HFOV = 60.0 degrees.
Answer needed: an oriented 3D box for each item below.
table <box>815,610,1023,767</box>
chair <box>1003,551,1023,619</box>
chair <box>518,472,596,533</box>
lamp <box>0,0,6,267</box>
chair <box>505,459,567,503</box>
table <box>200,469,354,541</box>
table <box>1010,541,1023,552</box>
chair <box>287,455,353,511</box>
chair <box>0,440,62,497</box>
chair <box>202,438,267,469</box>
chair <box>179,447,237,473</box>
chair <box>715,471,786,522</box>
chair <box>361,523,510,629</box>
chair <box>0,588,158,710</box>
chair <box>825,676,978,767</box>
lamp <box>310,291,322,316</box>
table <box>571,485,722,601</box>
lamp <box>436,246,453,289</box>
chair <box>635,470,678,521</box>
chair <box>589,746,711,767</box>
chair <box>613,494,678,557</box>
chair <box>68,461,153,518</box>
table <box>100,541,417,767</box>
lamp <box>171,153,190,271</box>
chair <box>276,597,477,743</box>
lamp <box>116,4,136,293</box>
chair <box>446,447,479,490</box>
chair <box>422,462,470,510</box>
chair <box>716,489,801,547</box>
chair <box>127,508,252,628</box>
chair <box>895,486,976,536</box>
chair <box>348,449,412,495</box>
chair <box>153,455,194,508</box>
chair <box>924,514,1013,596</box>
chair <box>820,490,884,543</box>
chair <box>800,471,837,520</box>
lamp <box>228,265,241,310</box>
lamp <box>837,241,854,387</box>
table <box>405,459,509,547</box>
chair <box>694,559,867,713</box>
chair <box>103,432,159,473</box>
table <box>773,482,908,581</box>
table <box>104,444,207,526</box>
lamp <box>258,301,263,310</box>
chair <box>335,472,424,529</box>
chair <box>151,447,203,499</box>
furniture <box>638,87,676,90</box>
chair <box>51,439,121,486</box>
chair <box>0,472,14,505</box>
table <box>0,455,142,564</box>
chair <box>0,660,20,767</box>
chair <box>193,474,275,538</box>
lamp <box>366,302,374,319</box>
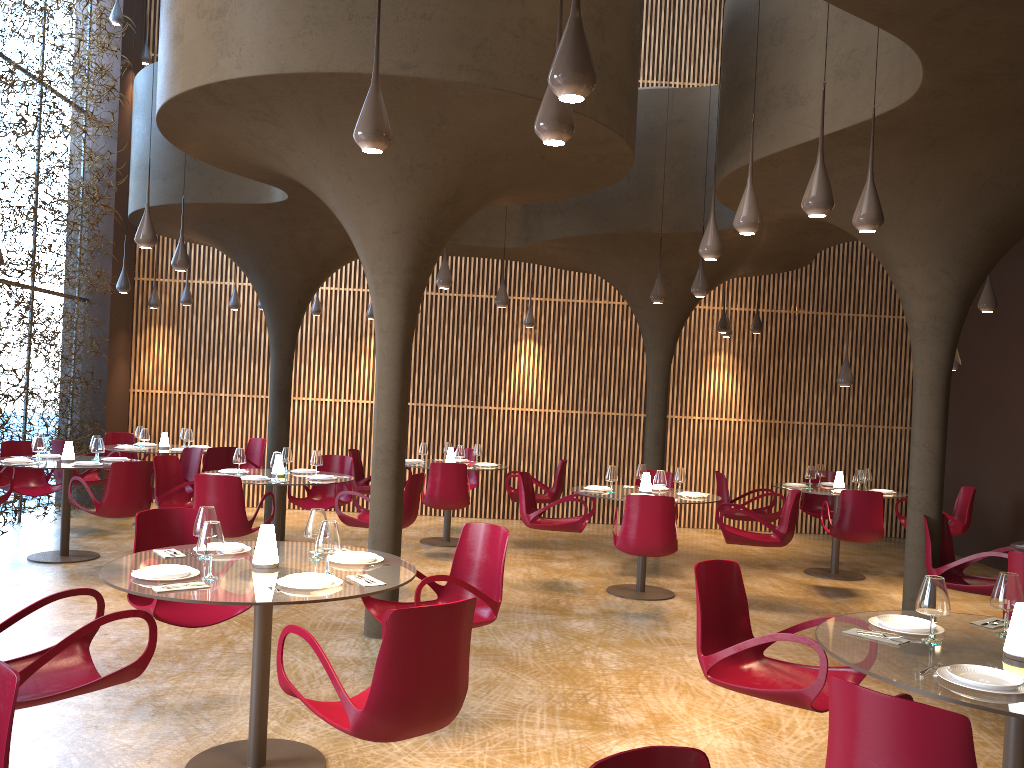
[{"bbox_3d":[2.153,1.738,3.799,1.673,1.131,1.671,3,0,-40],"label":"table"},{"bbox_3d":[3.779,1.459,6.076,0.873,0.636,0.624,3,0,-39],"label":"chair"},{"bbox_3d":[0.483,1.353,10.116,0.872,0.636,0.625,3,0,14],"label":"chair"},{"bbox_3d":[-5.766,-4.469,10.095,0.196,6.279,0.196,3,1,24],"label":"lamp"},{"bbox_3d":[0.341,1.381,12.668,0.872,0.636,0.625,3,0,-1],"label":"chair"},{"bbox_3d":[-2.632,1.587,9.881,1.671,1.131,1.673,3,0,19],"label":"table"},{"bbox_3d":[4.754,1.907,6.814,1.673,1.131,1.671,3,0,-33],"label":"table"},{"bbox_3d":[-2.332,1.228,11.041,0.625,0.636,0.873,3,0,9],"label":"chair"},{"bbox_3d":[-5.996,1.048,11.005,0.872,0.636,0.625,3,0,44],"label":"chair"},{"bbox_3d":[-4.294,1.171,13.892,0.624,0.636,0.873,3,0,39],"label":"chair"},{"bbox_3d":[-4.193,1.153,12.206,0.872,0.636,0.625,3,0,39],"label":"chair"},{"bbox_3d":[3.143,1.507,11.827,0.872,0.636,0.625,3,0,5],"label":"chair"},{"bbox_3d":[-0.444,1.247,5.680,0.873,0.636,0.624,3,0,-43],"label":"chair"},{"bbox_3d":[-2.208,1.139,4.120,0.624,0.636,0.873,3,0,42],"label":"chair"},{"bbox_3d":[1.468,1.304,3.054,0.873,0.636,0.624,3,0,-41],"label":"chair"},{"bbox_3d":[-3.111,-4.276,14.736,0.196,6.279,0.196,3,1,14],"label":"lamp"},{"bbox_3d":[1.472,1.789,9.969,1.671,1.131,1.673,3,0,19],"label":"table"},{"bbox_3d":[-0.620,-4.219,10.016,0.195,6.279,0.196,3,1,34],"label":"lamp"},{"bbox_3d":[1.772,1.430,11.129,0.625,0.636,0.873,3,0,9],"label":"chair"},{"bbox_3d":[0.520,1.242,1.867,0.625,0.636,0.872,3,0,-38],"label":"chair"},{"bbox_3d":[1.334,1.377,8.815,0.625,0.636,0.872,3,0,4],"label":"chair"},{"bbox_3d":[-4.273,1.113,9.551,0.872,0.636,0.625,3,0,39],"label":"chair"},{"bbox_3d":[-1.399,1.580,4.937,1.673,1.131,1.671,3,0,-37],"label":"table"},{"bbox_3d":[-3.443,-4.363,9.573,0.195,6.279,0.196,4,1,44],"label":"lamp"},{"bbox_3d":[-0.574,1.217,3.997,0.625,0.636,0.872,3,0,-43],"label":"chair"},{"bbox_3d":[-5.310,-4.415,12.418,0.196,6.279,0.196,3,1,24],"label":"lamp"},{"bbox_3d":[-0.818,1.341,13.893,0.625,0.636,0.872,3,0,-1],"label":"chair"},{"bbox_3d":[-0.848,1.307,11.538,0.625,0.636,0.872,3,0,-6],"label":"chair"},{"bbox_3d":[2.701,1.456,9.720,0.872,0.636,0.625,3,0,9],"label":"chair"},{"bbox_3d":[-2.083,1.166,5.672,0.625,0.636,0.872,3,0,-38],"label":"chair"},{"bbox_3d":[5.451,1.613,11.369,0.872,0.636,0.625,3,0,10],"label":"chair"},{"bbox_3d":[-1.913,1.271,12.672,0.872,0.636,0.625,3,0,4],"label":"chair"},{"bbox_3d":[-3.622,1.151,10.028,0.872,0.636,0.625,3,0,14],"label":"chair"},{"bbox_3d":[4.029,1.493,7.698,0.625,0.636,0.872,3,0,-44],"label":"chair"},{"bbox_3d":[4.035,1.531,10.451,0.625,0.636,0.873,3,0,10],"label":"chair"},{"bbox_3d":[4.452,1.582,12.669,0.625,0.636,0.873,3,0,15],"label":"chair"},{"bbox_3d":[-4.363,-4.342,14.386,0.196,6.279,0.196,3,1,-16],"label":"lamp"},{"bbox_3d":[4.164,-3.103,10.640,0.195,6.279,0.196,4,1,44],"label":"lamp"},{"bbox_3d":[-0.912,1.710,12.702,1.672,1.131,1.672,3,0,9],"label":"table"},{"bbox_3d":[1.380,1.322,4.691,0.872,0.636,0.625,3,0,44],"label":"chair"},{"bbox_3d":[-5.916,1.089,13.660,0.872,0.636,0.625,3,0,44],"label":"chair"},{"bbox_3d":[4.271,1.949,11.665,1.671,1.131,1.673,3,0,19],"label":"table"},{"bbox_3d":[-5.137,1.508,13.028,1.671,1.131,1.673,3,0,41],"label":"table"},{"bbox_3d":[-3.811,-4.319,14.111,0.196,6.279,0.196,3,1,14],"label":"lamp"},{"bbox_3d":[-1.403,1.254,9.632,0.872,0.636,0.625,3,0,9],"label":"chair"},{"bbox_3d":[-4.374,1.131,11.236,0.624,0.636,0.873,3,0,39],"label":"chair"},{"bbox_3d":[1.231,-3.048,11.356,2.529,1.048,0.901,2,0,41],"label":"furniture"},{"bbox_3d":[-5.829,1.072,12.106,0.624,0.636,0.873,3,0,34],"label":"chair"},{"bbox_3d":[-5.909,1.031,9.451,0.624,0.636,0.873,3,0,34],"label":"chair"},{"bbox_3d":[-5.218,1.468,10.373,1.671,1.131,1.673,3,0,41],"label":"table"},{"bbox_3d":[-1.740,1.137,2.284,0.625,0.636,0.873,3,0,12],"label":"chair"},{"bbox_3d":[-2.770,1.175,8.727,0.625,0.636,0.872,3,0,4],"label":"chair"},{"bbox_3d":[-2.215,-4.229,14.925,0.196,6.279,0.196,3,1,24],"label":"lamp"}]
